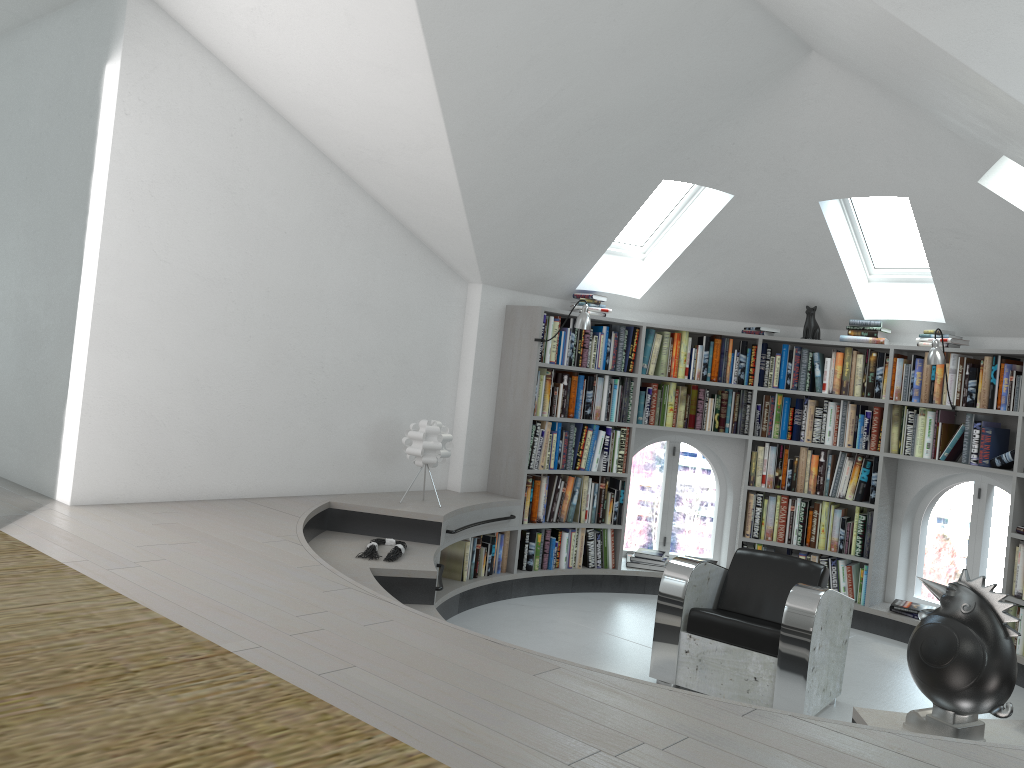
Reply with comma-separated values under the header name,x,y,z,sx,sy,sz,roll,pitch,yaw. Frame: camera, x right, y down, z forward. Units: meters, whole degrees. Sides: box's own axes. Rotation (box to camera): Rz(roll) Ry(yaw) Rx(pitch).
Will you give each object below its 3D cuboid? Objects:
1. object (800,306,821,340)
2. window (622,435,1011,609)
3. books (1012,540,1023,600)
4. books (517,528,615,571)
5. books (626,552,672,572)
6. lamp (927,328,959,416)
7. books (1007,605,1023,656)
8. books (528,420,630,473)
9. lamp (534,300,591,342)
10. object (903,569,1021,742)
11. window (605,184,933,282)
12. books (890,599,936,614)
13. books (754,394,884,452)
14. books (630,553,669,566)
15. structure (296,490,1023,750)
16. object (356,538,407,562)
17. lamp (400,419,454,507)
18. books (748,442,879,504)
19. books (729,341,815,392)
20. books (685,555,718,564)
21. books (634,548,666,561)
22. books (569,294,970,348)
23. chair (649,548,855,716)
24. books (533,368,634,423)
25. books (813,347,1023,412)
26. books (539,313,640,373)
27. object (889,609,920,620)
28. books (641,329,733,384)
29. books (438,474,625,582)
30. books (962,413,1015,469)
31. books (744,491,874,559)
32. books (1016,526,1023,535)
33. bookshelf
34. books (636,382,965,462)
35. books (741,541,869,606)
name,x,y,z,sx,sy,sz,roll,pitch,yaw
object,2.301,-0.460,6.762,0.147,0.265,0.201,6,-1,38
window,2.290,1.039,6.777,3.235,1.151,0.616,6,0,27
books,3.313,1.169,5.181,0.272,0.351,0.872,6,0,-8
books,0.379,1.204,6.629,0.917,0.320,0.283,6,0,-31
books,1.085,1.408,6.997,0.365,0.042,0.388,6,1,7
lamp,2.888,-0.079,5.938,0.357,0.567,0.113,7,-1,-42
books,3.247,1.533,4.889,0.359,0.311,1.496,6,1,3
books,0.426,0.460,6.581,1.018,0.359,0.261,6,0,-32
lamp,0.368,-0.434,6.151,0.414,0.312,0.116,6,-1,38
object,1.478,0.892,2.917,0.320,0.563,0.320,6,-1,14
window,2.354,-1.150,5.834,4.061,0.713,1.929,7,1,41
books,2.830,1.579,6.248,0.269,0.029,0.252,6,1,31
books,2.357,0.282,6.737,1.029,0.359,0.300,6,0,27
books,1.088,1.375,6.997,0.269,0.031,0.285,6,1,17
structure,1.188,1.294,4.749,4.708,0.693,4.709,6,1,-4
object,-0.693,0.903,4.833,0.218,0.082,0.473,6,1,4
lamp,-0.541,0.489,5.560,0.306,0.525,0.305,6,-1,29
books,2.298,0.658,6.693,0.998,0.352,0.297,6,0,25
books,2.009,-0.137,6.887,0.683,0.346,0.264,6,0,18
books,1.452,1.422,6.908,0.318,0.099,0.291,7,1,42
books,1.092,1.343,6.998,0.213,0.036,0.226,6,1,17
books,1.853,-0.463,6.676,2.816,0.173,0.747,6,1,11
chair,1.309,1.301,4.783,0.824,0.720,0.740,6,0,36
books,0.464,0.084,6.637,1.086,0.348,0.303,6,0,-33
books,2.894,-0.047,6.282,0.393,0.367,1.568,6,0,-44
books,0.497,-0.302,6.623,1.031,0.361,0.301,6,0,-33
object,2.827,1.609,6.247,0.213,0.036,0.227,6,1,-32
books,1.334,-0.221,6.932,0.792,0.373,0.269,6,0,-6
books,0.154,0.989,6.419,1.638,0.696,0.391,6,0,-39
books,3.211,0.386,5.819,0.224,0.341,0.399,6,0,-29
books,2.271,1.044,6.682,1.033,0.357,0.292,6,0,26
books,3.352,0.790,5.101,0.251,0.352,0.974,6,1,-7
bookshelf,2.166,0.613,5.802,4.339,1.881,2.105,6,0,41
books,2.095,0.262,6.658,2.531,0.371,0.590,6,0,22
books,2.215,1.404,6.679,1.020,0.306,0.287,6,0,26
